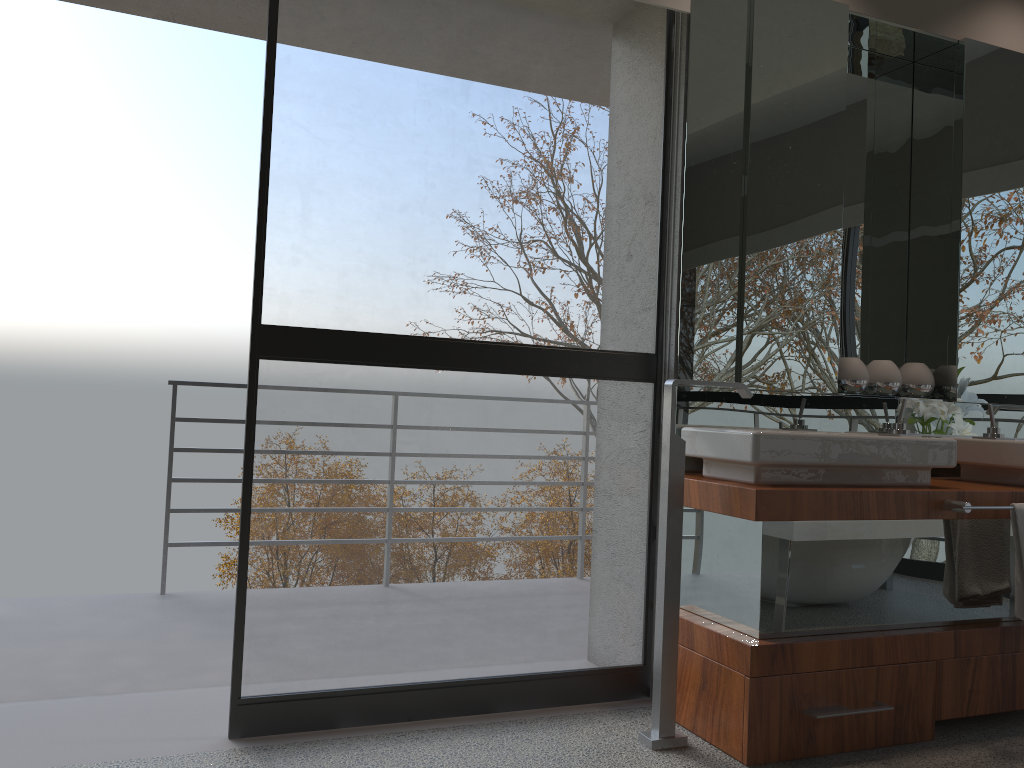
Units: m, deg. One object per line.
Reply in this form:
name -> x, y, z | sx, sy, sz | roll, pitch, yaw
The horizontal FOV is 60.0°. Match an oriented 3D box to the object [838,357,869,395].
object -> 1.190, -0.027, 3.135 | 0.136, 0.131, 0.136 | 2, -2, 20

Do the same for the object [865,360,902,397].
object -> 1.332, -0.019, 3.194 | 0.136, 0.131, 0.136 | 2, -2, 20

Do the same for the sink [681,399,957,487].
sink -> 0.923, 0.162, 2.671 | 0.750, 0.266, 0.352 | 3, -2, -23

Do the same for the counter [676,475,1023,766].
counter -> 1.395, 0.673, 2.804 | 1.848, 0.704, 0.524 | 3, -2, -23

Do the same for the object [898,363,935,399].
object -> 1.477, -0.011, 3.254 | 0.136, 0.131, 0.136 | 2, -2, 20

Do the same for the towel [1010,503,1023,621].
towel -> 1.575, 0.529, 2.589 | 0.302, 0.369, 0.079 | 3, -2, -22

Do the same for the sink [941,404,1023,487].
sink -> 1.901, 0.217, 3.079 | 0.750, 0.266, 0.352 | 3, -2, -23

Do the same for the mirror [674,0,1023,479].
mirror -> 1.318, -0.470, 3.214 | 1.790, 1.618, 0.253 | 3, -2, -23

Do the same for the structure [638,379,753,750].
structure -> 0.519, 0.485, 2.461 | 0.303, 0.989, 0.069 | 3, -2, -23
